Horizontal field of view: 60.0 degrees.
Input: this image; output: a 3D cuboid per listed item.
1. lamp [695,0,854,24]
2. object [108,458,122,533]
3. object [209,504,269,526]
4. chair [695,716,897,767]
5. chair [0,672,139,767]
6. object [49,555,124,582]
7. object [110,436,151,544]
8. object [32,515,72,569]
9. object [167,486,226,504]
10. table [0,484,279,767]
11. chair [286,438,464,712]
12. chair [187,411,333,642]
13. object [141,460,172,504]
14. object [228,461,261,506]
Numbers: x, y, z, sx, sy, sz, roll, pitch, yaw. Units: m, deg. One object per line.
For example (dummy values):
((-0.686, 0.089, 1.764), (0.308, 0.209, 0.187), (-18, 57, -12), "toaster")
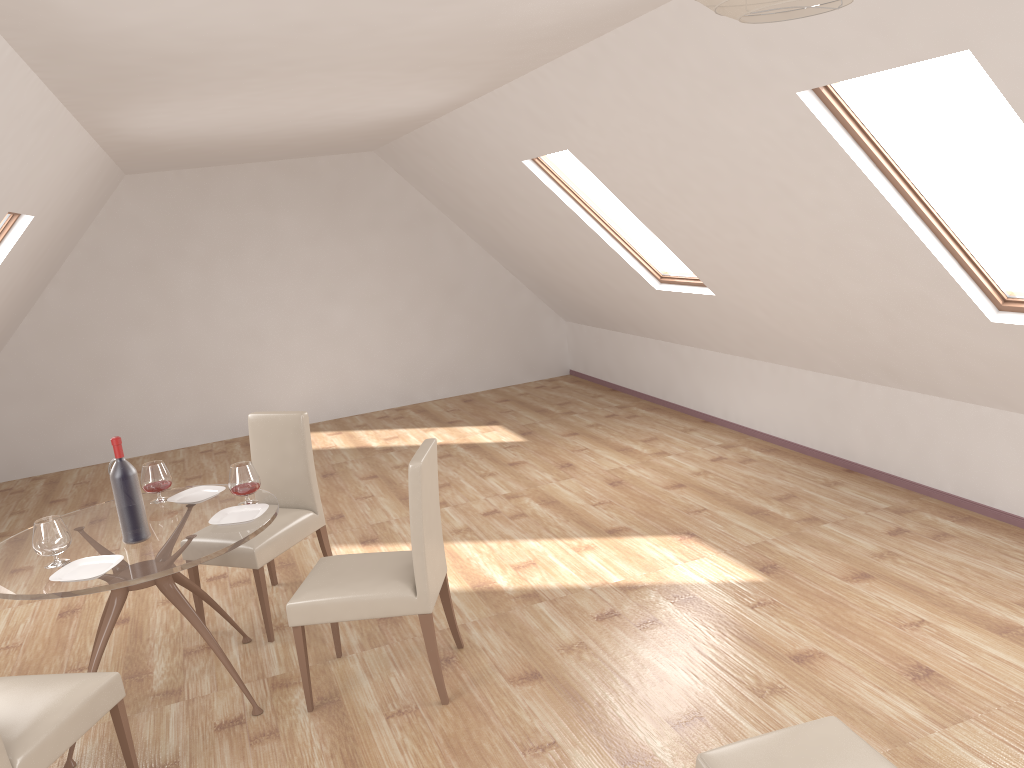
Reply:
((0.312, -0.692, 1.021), (0.340, 0.497, 0.340), (-3, 12, 20), "lamp")
((-1.612, 0.460, 3.698), (0.096, 0.322, 0.086), (1, 14, 33), "object")
((-1.143, 0.554, 3.723), (0.228, 0.020, 0.228), (-6, 11, 4), "object")
((0.796, 1.195, 2.335), (0.506, 0.394, 0.506), (-10, 12, -14), "chair")
((-1.657, 1.080, 2.864), (0.477, 0.999, 0.618), (-5, 11, 9), "chair")
((-1.578, 0.692, 3.300), (0.228, 0.020, 0.228), (-6, 11, 7), "object")
((-1.544, 0.422, 3.555), (0.109, 0.435, 0.109), (-12, 12, -22), "object")
((-1.773, 0.608, 3.420), (0.136, 0.183, 0.136), (-5, 11, 8), "object")
((-1.454, 0.517, 4.094), (0.228, 0.020, 0.228), (-1, 13, 26), "object")
((-1.548, 0.993, 3.803), (1.198, 0.770, 1.198), (-7, 11, 2), "table")
((-0.580, 0.778, 3.713), (0.618, 0.999, 0.477), (-6, 11, 6), "chair")
((-1.299, 0.699, 4.538), (0.477, 0.999, 0.618), (-1, 13, 25), "chair")
((-1.647, 0.454, 4.109), (0.136, 0.183, 0.136), (-16, 15, -39), "object")
((-1.175, 0.439, 3.897), (0.136, 0.183, 0.136), (-16, 15, -39), "object")
